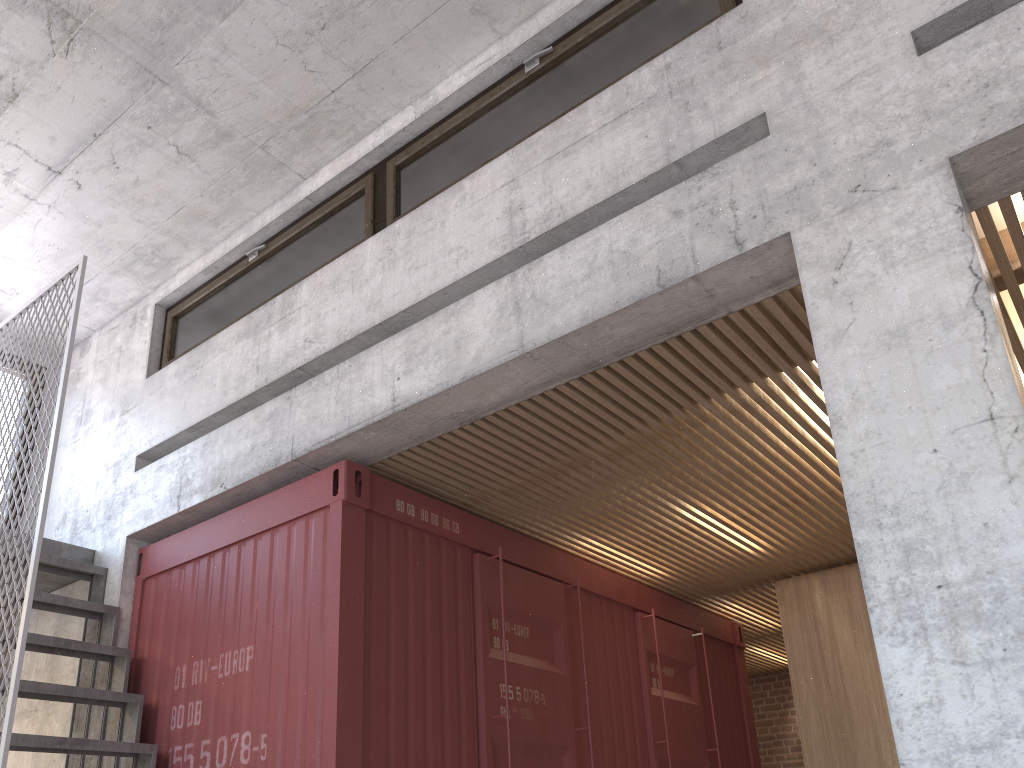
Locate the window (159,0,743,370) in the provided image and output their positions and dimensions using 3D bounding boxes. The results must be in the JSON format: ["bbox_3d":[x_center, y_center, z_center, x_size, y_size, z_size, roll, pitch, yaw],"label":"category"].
[{"bbox_3d":[0.892,-1.723,3.753,8.644,0.575,0.117,-24,-30,33],"label":"window"}]

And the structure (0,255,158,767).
[{"bbox_3d":[-3.492,1.281,3.718,3.109,4.074,3.810,-20,-31,32],"label":"structure"}]

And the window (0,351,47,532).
[{"bbox_3d":[-4.711,-0.016,5.210,0.112,1.650,3.692,-18,-31,32],"label":"window"}]

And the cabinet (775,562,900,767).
[{"bbox_3d":[3.888,3.342,7.323,1.552,2.953,3.887,-19,-31,32],"label":"cabinet"}]
